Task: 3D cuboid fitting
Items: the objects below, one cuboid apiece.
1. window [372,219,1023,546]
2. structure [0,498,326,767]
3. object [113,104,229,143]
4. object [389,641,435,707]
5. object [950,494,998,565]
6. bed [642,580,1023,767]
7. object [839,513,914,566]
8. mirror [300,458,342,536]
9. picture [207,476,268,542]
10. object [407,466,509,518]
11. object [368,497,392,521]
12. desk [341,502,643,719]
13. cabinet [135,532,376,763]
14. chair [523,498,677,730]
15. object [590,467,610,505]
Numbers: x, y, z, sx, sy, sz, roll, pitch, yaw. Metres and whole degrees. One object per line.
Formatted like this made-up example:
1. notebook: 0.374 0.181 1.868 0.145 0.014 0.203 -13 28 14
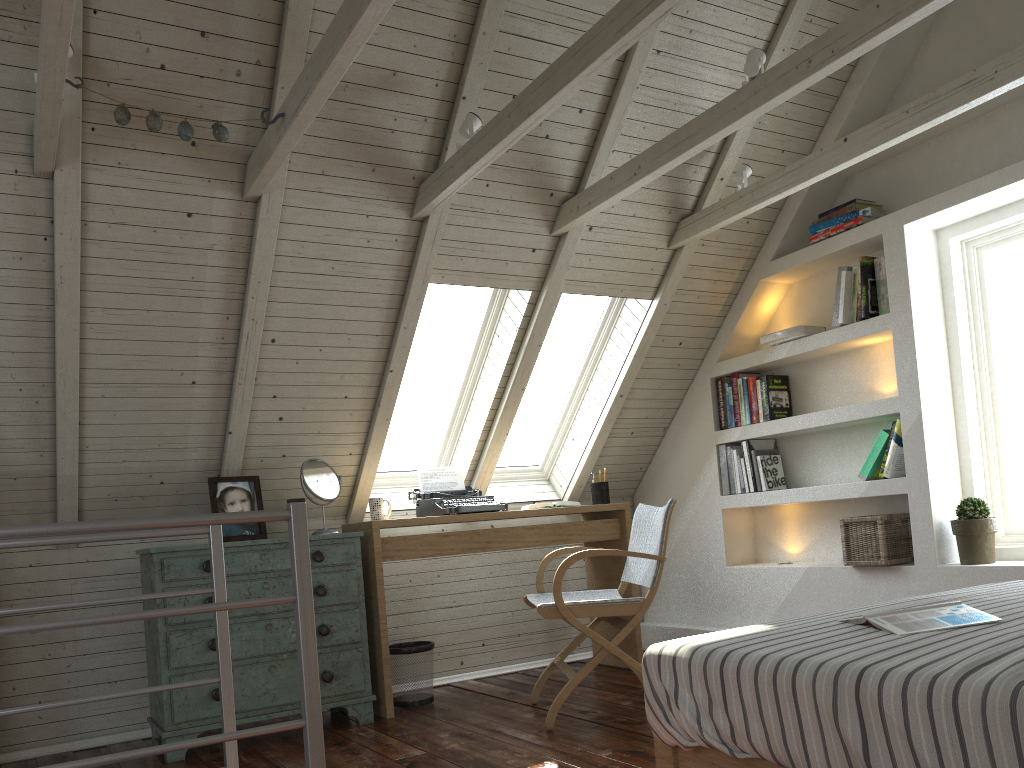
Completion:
1. window: 0.611 0.082 3.624 3.124 1.362 1.403 -11 -8 37
2. structure: -1.291 0.791 1.715 1.635 0.989 0.846 0 -6 -30
3. object: -0.883 -0.676 2.292 0.283 0.066 0.060 1 -7 -31
4. object: -0.439 1.258 3.819 0.223 0.250 0.226 -1 -6 -36
5. object: 1.745 0.543 3.318 0.159 0.269 0.161 -2 -5 -38
6. bed: 1.372 0.518 1.550 1.867 0.699 1.904 0 -10 -30
7. object: 1.519 0.645 3.651 0.204 0.199 0.207 -1 -7 -30
8. mirror: -0.776 0.458 3.602 0.113 0.317 0.208 -5 -4 13
9. picture: -1.105 0.499 3.499 0.201 0.257 0.148 -1 -5 -36
10. object: -0.236 0.477 4.001 0.387 0.236 0.358 0 -9 -35
11. object: -0.559 0.537 3.771 0.109 0.099 0.083 -6 -5 10
12. desk: -0.062 0.998 4.065 1.320 0.800 0.381 0 -5 -30
13. cabinet: -1.001 1.001 3.472 0.801 0.762 0.420 -1 -5 -30
14. chair: 0.345 0.866 3.411 0.559 0.786 0.556 -4 -4 -6
15. object: 0.427 0.503 4.295 0.089 0.185 0.088 -6 -4 23
